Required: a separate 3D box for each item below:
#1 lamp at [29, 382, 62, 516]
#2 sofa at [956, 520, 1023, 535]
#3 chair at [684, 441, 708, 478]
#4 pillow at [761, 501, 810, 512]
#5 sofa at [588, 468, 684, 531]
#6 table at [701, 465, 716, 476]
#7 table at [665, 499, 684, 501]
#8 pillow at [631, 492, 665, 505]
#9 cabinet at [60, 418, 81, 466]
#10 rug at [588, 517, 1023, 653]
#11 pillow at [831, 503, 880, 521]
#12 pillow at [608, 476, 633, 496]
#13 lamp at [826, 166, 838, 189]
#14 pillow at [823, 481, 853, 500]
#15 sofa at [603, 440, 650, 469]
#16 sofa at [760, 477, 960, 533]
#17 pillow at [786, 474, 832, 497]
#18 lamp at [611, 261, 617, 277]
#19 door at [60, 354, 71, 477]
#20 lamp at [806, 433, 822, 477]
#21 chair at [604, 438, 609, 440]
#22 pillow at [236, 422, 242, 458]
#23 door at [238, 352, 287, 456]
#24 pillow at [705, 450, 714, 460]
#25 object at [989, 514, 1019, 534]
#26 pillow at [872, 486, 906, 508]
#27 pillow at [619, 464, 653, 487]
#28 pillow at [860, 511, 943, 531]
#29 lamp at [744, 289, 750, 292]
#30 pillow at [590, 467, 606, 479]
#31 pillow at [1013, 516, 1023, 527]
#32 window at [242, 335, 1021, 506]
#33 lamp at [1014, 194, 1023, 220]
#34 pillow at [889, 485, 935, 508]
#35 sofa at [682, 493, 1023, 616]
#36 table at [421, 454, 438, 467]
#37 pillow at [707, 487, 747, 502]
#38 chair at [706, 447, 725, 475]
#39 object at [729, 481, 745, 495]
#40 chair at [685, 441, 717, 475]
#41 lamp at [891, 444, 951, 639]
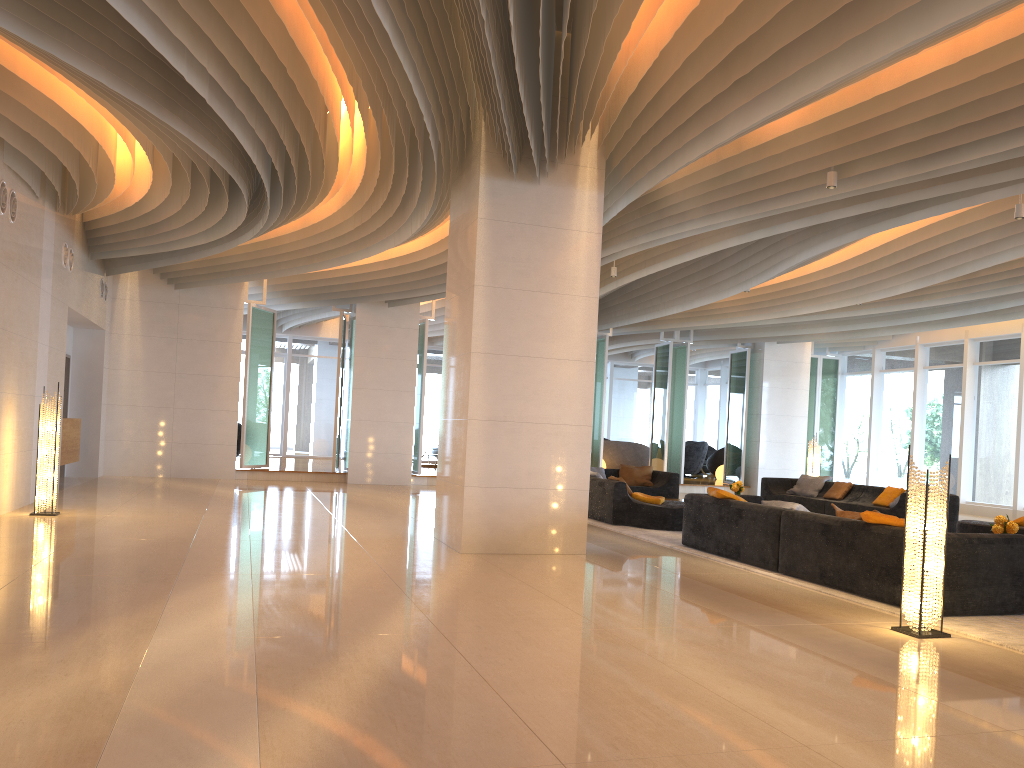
[{"bbox_3d":[-5.059,0.701,9.673,0.253,1.450,0.247,3,0,-18],"label":"lamp"},{"bbox_3d":[6.680,1.711,9.585,1.367,0.582,4.100,4,-3,-18],"label":"sofa"},{"bbox_3d":[4.671,2.026,24.017,1.547,1.005,1.115,5,-3,-45],"label":"chair"},{"bbox_3d":[2.651,1.307,8.394,0.424,0.376,0.581,3,-2,-15],"label":"pillow"},{"bbox_3d":[2.093,1.680,13.785,2.856,0.653,5.038,4,-3,-17],"label":"sofa"},{"bbox_3d":[5.975,2.541,25.888,1.088,0.318,0.813,3,-3,-11],"label":"table"},{"bbox_3d":[3.393,1.956,13.627,1.618,0.220,1.585,4,-3,-18],"label":"table"},{"bbox_3d":[1.815,1.516,11.782,0.406,0.136,0.421,2,-3,16],"label":"pillow"},{"bbox_3d":[-6.755,0.819,12.965,0.565,0.661,1.495,3,-3,-17],"label":"cabinet"},{"bbox_3d":[4.770,1.881,9.045,5.573,0.022,16.060,4,-3,-17],"label":"rug"},{"bbox_3d":[2.950,1.228,7.408,0.448,0.409,0.596,3,-2,-15],"label":"pillow"},{"bbox_3d":[1.504,1.410,12.003,0.332,0.311,0.420,3,-2,-16],"label":"pillow"},{"bbox_3d":[2.924,-2.523,8.006,0.090,1.505,0.088,3,0,-27],"label":"lamp"},{"bbox_3d":[5.431,1.775,14.767,0.326,0.312,0.403,3,-2,-19],"label":"pillow"},{"bbox_3d":[2.592,1.911,22.901,2.519,0.900,1.129,1,-3,32],"label":"sofa"},{"bbox_3d":[5.436,1.913,14.303,0.952,0.582,3.740,4,-3,-17],"label":"sofa"},{"bbox_3d":[5.207,1.781,15.570,0.558,0.377,0.627,5,-3,-39],"label":"pillow"},{"bbox_3d":[1.521,-2.316,12.940,0.088,1.505,0.090,3,0,27],"label":"lamp"},{"bbox_3d":[-7.579,0.524,14.588,0.249,2.100,1.391,3,-1,-17],"label":"door"},{"bbox_3d":[5.654,1.633,16.633,0.253,1.450,0.247,3,0,-18],"label":"lamp"},{"bbox_3d":[2.706,1.978,24.929,1.545,1.005,1.117,4,-2,-35],"label":"chair"},{"bbox_3d":[-6.257,1.149,18.234,1.536,1.005,1.123,4,-2,-20],"label":"pillow"},{"bbox_3d":[-6.936,0.550,24.079,1.475,2.770,0.059,3,0,-18],"label":"door"},{"bbox_3d":[5.989,2.164,26.941,0.501,0.408,0.467,3,-2,10],"label":"pillow"},{"bbox_3d":[4.763,1.443,8.594,0.235,0.377,0.266,3,-1,5],"label":"object"},{"bbox_3d":[5.781,1.727,13.604,0.325,0.312,0.404,3,-2,-15],"label":"pillow"},{"bbox_3d":[2.256,1.664,16.137,0.637,0.377,0.549,3,-2,4],"label":"pillow"},{"bbox_3d":[3.065,1.178,6.775,0.558,0.377,0.627,5,-3,-39],"label":"pillow"},{"bbox_3d":[3.653,-2.169,13.648,0.088,1.505,0.090,3,0,27],"label":"lamp"},{"bbox_3d":[1.488,1.638,15.865,0.412,0.312,0.319,3,-2,-16],"label":"pillow"},{"bbox_3d":[6.414,1.693,10.879,0.441,0.192,0.597,1,-4,37],"label":"pillow"},{"bbox_3d":[8.335,0.402,12.318,53.492,3.218,22.572,0,-4,38],"label":"window"},{"bbox_3d":[5.024,-2.377,8.713,0.091,1.505,0.087,3,0,-45],"label":"lamp"},{"bbox_3d":[5.945,1.680,13.122,0.546,0.377,0.641,3,-2,5],"label":"pillow"},{"bbox_3d":[2.815,1.429,8.043,0.952,0.582,3.740,4,-3,-17],"label":"sofa"},{"bbox_3d":[-2.028,1.953,22.610,1.088,0.318,0.813,3,-3,-11],"label":"table"},{"bbox_3d":[2.327,1.278,9.224,0.546,0.377,0.641,3,-2,5],"label":"pillow"},{"bbox_3d":[6.207,2.154,24.915,1.532,1.005,1.126,4,-2,-15],"label":"chair"},{"bbox_3d":[3.500,1.673,13.812,0.234,0.377,0.268,3,-1,15],"label":"object"},{"bbox_3d":[5.635,2.235,26.856,1.523,1.005,1.133,3,-2,-5],"label":"chair"},{"bbox_3d":[2.628,0.988,5.638,0.253,1.197,0.247,3,0,-18],"label":"lamp"}]
